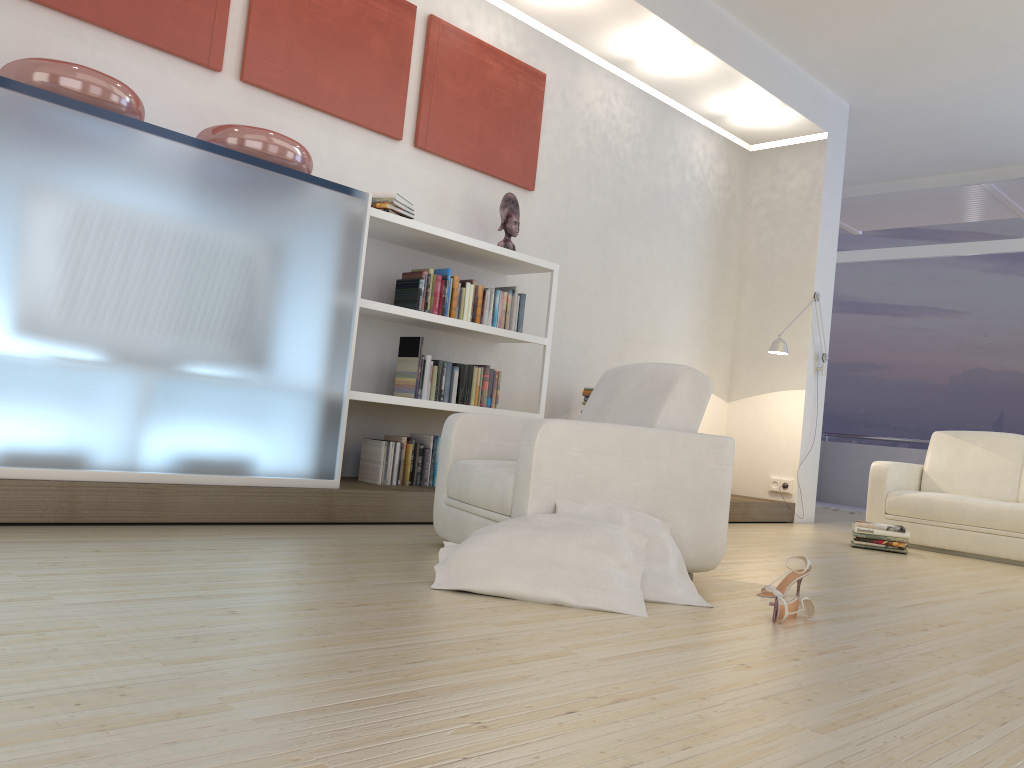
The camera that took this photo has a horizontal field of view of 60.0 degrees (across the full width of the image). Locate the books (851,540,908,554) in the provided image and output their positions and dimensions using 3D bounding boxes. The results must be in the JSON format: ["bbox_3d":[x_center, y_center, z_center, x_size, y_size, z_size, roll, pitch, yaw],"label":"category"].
[{"bbox_3d":[2.341,1.040,5.664,0.328,0.018,0.247,5,-3,20],"label":"books"}]

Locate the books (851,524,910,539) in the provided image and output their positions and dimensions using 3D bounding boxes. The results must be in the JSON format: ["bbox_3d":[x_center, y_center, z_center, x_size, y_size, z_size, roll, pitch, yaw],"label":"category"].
[{"bbox_3d":[2.351,0.941,5.669,0.319,0.038,0.247,5,-3,16],"label":"books"}]

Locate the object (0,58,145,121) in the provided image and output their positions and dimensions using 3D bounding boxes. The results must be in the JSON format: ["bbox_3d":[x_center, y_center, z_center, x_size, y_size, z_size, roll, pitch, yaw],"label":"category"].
[{"bbox_3d":[-1.766,-1.147,3.568,0.534,0.206,0.546,4,-3,32],"label":"object"}]

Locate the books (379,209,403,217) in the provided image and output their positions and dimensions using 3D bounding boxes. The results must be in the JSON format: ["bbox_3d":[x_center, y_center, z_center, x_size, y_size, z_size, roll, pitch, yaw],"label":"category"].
[{"bbox_3d":[-0.735,-0.905,4.766,0.287,0.018,0.247,5,-3,19],"label":"books"}]

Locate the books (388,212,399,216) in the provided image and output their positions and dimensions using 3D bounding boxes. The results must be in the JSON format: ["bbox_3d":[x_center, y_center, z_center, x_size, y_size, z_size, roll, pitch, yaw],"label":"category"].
[{"bbox_3d":[-0.731,-0.886,4.764,0.328,0.018,0.247,5,-3,20],"label":"books"}]

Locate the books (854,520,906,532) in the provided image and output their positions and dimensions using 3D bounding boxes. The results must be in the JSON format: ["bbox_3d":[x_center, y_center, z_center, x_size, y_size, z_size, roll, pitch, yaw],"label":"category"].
[{"bbox_3d":[2.349,0.909,5.673,0.287,0.025,0.247,5,-3,19],"label":"books"}]

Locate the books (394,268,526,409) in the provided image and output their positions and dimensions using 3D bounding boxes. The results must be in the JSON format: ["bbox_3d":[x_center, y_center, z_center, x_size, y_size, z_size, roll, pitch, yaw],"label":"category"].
[{"bbox_3d":[-0.299,-0.253,5.101,0.215,0.743,0.831,3,-4,45],"label":"books"}]

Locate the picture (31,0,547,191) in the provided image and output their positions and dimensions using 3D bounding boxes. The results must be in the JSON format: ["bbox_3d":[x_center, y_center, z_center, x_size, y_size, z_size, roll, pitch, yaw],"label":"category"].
[{"bbox_3d":[-0.952,-1.852,4.779,0.030,0.794,3.227,3,-4,45],"label":"picture"}]

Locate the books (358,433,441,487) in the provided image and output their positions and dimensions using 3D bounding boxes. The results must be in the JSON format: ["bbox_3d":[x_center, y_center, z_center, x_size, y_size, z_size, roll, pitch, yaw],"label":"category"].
[{"bbox_3d":[-0.338,0.445,5.073,1.125,0.281,0.274,8,-4,-38],"label":"books"}]

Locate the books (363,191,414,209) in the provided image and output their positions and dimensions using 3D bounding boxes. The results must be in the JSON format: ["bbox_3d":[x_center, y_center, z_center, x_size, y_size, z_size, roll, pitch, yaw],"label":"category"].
[{"bbox_3d":[-0.721,-0.985,4.769,0.319,0.038,0.247,5,-3,16],"label":"books"}]

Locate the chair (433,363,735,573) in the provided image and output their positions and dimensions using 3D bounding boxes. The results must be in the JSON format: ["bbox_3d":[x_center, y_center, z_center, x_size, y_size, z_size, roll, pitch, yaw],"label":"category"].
[{"bbox_3d":[0.288,0.290,3.629,0.941,0.828,0.919,7,-3,-25],"label":"chair"}]

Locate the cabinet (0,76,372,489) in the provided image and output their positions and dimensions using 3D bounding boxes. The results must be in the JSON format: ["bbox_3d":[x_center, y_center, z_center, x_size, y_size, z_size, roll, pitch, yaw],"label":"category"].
[{"bbox_3d":[-1.560,-0.308,3.811,0.689,1.396,1.670,3,-4,45],"label":"cabinet"}]

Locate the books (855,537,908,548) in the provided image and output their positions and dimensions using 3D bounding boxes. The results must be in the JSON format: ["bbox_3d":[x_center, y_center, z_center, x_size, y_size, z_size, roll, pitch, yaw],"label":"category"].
[{"bbox_3d":[2.361,1.002,5.656,0.287,0.025,0.247,4,-3,30],"label":"books"}]

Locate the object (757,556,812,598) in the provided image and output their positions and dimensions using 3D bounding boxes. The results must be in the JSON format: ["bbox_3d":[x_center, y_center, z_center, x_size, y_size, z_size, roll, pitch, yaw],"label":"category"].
[{"bbox_3d":[1.036,0.728,3.370,0.265,0.149,0.089,8,-3,-32],"label":"object"}]

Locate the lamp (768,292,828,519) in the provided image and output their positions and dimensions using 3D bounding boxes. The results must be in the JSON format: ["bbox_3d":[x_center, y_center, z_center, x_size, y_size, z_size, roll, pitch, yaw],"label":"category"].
[{"bbox_3d":[2.221,0.146,7.058,0.204,1.841,0.891,3,-4,41],"label":"lamp"}]

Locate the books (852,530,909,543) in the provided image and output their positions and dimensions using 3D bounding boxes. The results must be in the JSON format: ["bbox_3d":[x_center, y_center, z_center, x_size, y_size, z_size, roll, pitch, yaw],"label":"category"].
[{"bbox_3d":[2.348,0.973,5.667,0.328,0.027,0.247,5,-3,20],"label":"books"}]

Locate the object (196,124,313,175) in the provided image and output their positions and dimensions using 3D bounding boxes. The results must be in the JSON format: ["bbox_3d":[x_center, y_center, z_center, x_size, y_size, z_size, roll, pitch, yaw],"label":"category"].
[{"bbox_3d":[-1.199,-1.060,4.131,0.534,0.206,0.546,6,-3,-8],"label":"object"}]

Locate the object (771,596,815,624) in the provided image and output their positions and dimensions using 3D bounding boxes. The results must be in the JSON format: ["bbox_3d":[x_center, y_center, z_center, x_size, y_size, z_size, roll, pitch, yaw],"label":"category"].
[{"bbox_3d":[0.878,0.724,2.883,0.121,0.091,0.287,3,-4,44],"label":"object"}]

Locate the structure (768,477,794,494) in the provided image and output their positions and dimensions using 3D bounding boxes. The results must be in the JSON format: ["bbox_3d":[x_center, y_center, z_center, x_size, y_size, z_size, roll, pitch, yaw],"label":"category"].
[{"bbox_3d":[2.207,0.834,7.281,0.206,0.114,0.028,3,-4,45],"label":"structure"}]

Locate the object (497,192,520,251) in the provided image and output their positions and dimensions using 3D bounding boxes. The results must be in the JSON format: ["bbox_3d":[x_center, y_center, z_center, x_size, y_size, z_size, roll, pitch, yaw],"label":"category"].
[{"bbox_3d":[-0.017,-0.974,5.446,0.133,0.409,0.138,6,-3,2],"label":"object"}]

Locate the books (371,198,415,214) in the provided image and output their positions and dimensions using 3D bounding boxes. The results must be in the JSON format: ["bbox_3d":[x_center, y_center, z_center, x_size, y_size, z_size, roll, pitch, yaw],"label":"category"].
[{"bbox_3d":[-0.725,-0.953,4.767,0.328,0.027,0.247,5,-3,20],"label":"books"}]

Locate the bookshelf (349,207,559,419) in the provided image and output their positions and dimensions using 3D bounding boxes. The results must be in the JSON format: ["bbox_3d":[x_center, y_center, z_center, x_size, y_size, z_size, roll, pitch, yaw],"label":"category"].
[{"bbox_3d":[-0.503,-0.137,5.028,0.465,1.396,1.599,3,-4,45],"label":"bookshelf"}]

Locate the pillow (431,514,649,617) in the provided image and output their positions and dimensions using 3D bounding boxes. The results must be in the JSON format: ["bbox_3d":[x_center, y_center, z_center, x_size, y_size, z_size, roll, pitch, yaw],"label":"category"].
[{"bbox_3d":[0.094,0.566,2.870,0.712,0.287,0.299,5,-3,8],"label":"pillow"}]

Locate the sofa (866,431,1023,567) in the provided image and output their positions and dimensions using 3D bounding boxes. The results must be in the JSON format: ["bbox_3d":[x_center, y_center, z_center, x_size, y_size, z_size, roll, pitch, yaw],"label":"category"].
[{"bbox_3d":[3.582,0.759,5.781,2.166,0.862,0.941,3,-4,45],"label":"sofa"}]

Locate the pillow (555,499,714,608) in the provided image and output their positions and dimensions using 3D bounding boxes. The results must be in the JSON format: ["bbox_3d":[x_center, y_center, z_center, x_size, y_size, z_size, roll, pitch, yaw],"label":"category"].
[{"bbox_3d":[0.349,0.567,3.013,0.615,0.315,0.312,7,-3,-18],"label":"pillow"}]

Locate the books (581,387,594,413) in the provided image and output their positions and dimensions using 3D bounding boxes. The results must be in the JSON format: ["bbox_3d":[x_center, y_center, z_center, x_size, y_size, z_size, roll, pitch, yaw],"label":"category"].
[{"bbox_3d":[0.620,0.383,6.014,0.329,0.694,0.270,3,-4,45],"label":"books"}]

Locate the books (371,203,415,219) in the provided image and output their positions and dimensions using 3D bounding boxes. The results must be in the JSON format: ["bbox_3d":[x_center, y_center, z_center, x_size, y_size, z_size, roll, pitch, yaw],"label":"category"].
[{"bbox_3d":[-0.711,-0.924,4.756,0.287,0.025,0.247,4,-3,30],"label":"books"}]

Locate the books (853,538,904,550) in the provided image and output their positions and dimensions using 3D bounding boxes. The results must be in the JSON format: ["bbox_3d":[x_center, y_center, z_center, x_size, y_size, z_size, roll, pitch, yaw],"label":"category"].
[{"bbox_3d":[2.337,1.021,5.667,0.287,0.018,0.247,5,-3,19],"label":"books"}]
